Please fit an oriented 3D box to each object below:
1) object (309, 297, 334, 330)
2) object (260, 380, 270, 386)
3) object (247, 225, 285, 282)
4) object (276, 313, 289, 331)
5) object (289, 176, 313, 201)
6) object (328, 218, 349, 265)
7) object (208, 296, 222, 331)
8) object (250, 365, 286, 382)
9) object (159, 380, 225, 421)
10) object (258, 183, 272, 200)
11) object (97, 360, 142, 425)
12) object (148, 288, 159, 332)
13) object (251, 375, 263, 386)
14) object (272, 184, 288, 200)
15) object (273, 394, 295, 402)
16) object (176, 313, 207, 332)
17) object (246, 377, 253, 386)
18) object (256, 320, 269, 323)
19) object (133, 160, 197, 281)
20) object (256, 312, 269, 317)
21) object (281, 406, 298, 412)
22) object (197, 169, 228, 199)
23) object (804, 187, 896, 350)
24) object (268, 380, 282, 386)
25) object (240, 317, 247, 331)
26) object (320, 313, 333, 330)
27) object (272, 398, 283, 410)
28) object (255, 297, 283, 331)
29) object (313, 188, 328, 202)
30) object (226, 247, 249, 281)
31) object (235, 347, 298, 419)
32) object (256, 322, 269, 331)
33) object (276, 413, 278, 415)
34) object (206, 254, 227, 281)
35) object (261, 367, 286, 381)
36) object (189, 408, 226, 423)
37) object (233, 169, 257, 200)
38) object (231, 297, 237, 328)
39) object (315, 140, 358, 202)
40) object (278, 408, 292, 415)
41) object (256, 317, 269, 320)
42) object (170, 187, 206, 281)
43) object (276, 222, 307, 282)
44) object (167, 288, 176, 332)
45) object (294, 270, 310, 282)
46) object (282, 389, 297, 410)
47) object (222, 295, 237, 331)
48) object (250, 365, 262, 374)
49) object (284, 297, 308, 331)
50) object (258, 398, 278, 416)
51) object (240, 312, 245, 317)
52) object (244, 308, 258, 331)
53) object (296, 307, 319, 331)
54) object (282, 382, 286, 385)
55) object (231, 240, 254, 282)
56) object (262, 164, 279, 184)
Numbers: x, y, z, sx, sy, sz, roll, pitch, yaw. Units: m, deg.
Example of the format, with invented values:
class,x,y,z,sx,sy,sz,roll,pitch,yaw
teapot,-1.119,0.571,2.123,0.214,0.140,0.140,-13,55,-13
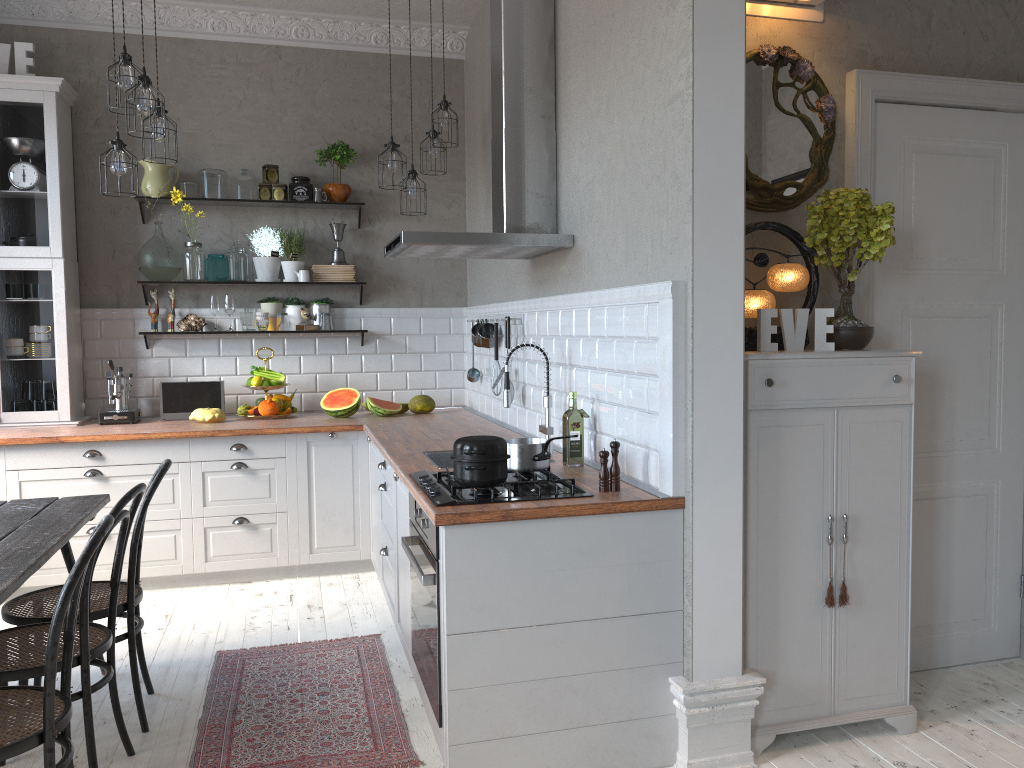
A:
class,x,y,z,sx,sy,sz,roll,pitch,yaw
object,-1.202,-0.444,5.613,0.161,0.213,0.151,-2,4,-17
object,-1.467,0.005,5.253,0.064,0.061,0.066,-2,4,-15
object,-1.501,-0.804,5.484,0.244,0.354,0.235,0,4,3
object,-1.415,-0.383,5.464,0.079,0.108,0.076,-2,4,-22
object,-1.312,-1.200,5.505,0.143,0.174,0.140,-2,4,-15
object,-1.093,-0.888,5.568,0.133,0.287,0.128,-3,4,-30
object,-1.808,-0.429,5.399,0.083,0.217,0.080,-3,4,-29
object,-1.454,-0.063,5.283,0.212,0.101,0.066,-1,4,-10
object,-1.885,0.098,5.232,0.355,0.226,0.087,-2,4,-16
object,-1.505,-1.161,5.404,0.084,0.113,0.082,-2,4,-15
object,-2.243,0.042,5.035,0.208,0.370,0.349,-2,4,-15
object,-2.144,-0.441,5.301,0.054,0.264,0.060,-4,5,-44
object,-1.504,-0.016,5.226,0.059,0.069,0.079,0,4,5
object,-1.419,-1.163,5.424,0.083,0.113,0.082,-1,4,-5
object,-1.384,0.087,5.363,0.129,0.056,0.059,-2,4,-23
object,-1.930,-0.369,5.325,0.180,0.111,0.094,-3,5,-38
object,-1.537,-0.004,5.295,0.097,0.078,0.099,-3,4,-28
object,-1.514,-0.365,5.380,0.078,0.051,0.076,-2,4,-22
object,-2.088,-0.943,5.203,0.331,0.674,0.341,3,5,43
object,-1.514,-0.408,5.378,0.078,0.051,0.076,-3,4,-29
object,-1.406,0.149,5.403,0.214,0.044,0.054,1,4,22
object,-1.798,-1.189,5.324,0.169,0.184,0.175,1,4,24
object,1.160,-0.395,3.044,0.293,0.553,0.345,1,4,19
object,-1.422,0.003,5.302,0.077,0.062,0.098,-4,5,-42
object,-1.638,-0.369,5.466,0.077,0.083,0.078,0,4,3
object,-1.156,-0.388,5.512,0.079,0.108,0.076,-2,4,-22
object,-1.410,0.120,5.283,0.088,0.078,0.088,0,4,11
object,-1.510,-0.440,5.507,0.160,0.217,0.153,-3,4,-35
object,-1.179,-1.158,5.444,0.094,0.096,0.074,-2,4,-15
object,-1.660,-0.718,5.350,0.124,0.206,0.125,0,4,7
object,-1.474,-0.008,5.307,0.358,0.425,0.345,-3,4,-30
object,-1.513,-0.348,5.381,0.078,0.051,0.076,-2,4,-22
object,-1.429,0.173,5.278,0.071,0.065,0.069,0,4,6
object,-1.802,-0.704,5.402,0.127,0.172,0.125,-1,4,-12
object,-1.443,-0.058,5.356,0.180,0.096,0.088,0,4,4
object,-1.741,0.178,5.070,0.199,0.083,0.187,-1,4,-15
object,-1.647,-1.216,5.464,0.137,0.220,0.143,2,4,34
object,-1.723,-0.431,5.419,0.083,0.217,0.080,-3,4,-29
object,-1.075,-1.315,5.518,0.259,0.397,0.242,0,4,9
object,-1.360,0.165,5.292,0.088,0.051,0.069,2,4,32
object,-1.514,-0.383,5.379,0.077,0.051,0.077,0,4,4
object,-1.906,-0.877,5.213,0.194,0.540,0.276,-2,4,-23
object,-1.359,-0.816,5.470,0.166,0.380,0.188,2,4,36
object,-2.038,-0.442,5.316,0.052,0.264,0.062,1,4,21
object,-1.278,-0.661,5.437,0.105,0.071,0.063,0,4,14
object,-1.355,0.093,5.364,0.061,0.120,0.126,0,4,9
object,-1.699,-0.426,5.334,0.083,0.217,0.080,-3,4,-29
object,-1.520,-0.083,5.267,0.074,0.058,0.050,-3,5,-38
object,-1.360,-0.440,5.559,0.172,0.214,0.149,0,4,14
object,-1.431,0.137,5.200,0.109,0.111,0.115,3,5,42
object,-1.638,-0.402,5.464,0.077,0.083,0.078,0,4,3
object,-1.591,-0.392,5.401,0.080,0.139,0.077,-4,5,-42
object,-1.267,-0.403,5.498,0.098,0.147,0.121,3,5,43
object,-1.389,-0.003,5.342,0.052,0.050,0.049,-1,4,-6
object,-1.674,-0.756,5.499,0.132,0.264,0.130,-1,4,-10
object,-1.470,-1.273,5.394,0.084,0.113,0.081,-3,4,-35
